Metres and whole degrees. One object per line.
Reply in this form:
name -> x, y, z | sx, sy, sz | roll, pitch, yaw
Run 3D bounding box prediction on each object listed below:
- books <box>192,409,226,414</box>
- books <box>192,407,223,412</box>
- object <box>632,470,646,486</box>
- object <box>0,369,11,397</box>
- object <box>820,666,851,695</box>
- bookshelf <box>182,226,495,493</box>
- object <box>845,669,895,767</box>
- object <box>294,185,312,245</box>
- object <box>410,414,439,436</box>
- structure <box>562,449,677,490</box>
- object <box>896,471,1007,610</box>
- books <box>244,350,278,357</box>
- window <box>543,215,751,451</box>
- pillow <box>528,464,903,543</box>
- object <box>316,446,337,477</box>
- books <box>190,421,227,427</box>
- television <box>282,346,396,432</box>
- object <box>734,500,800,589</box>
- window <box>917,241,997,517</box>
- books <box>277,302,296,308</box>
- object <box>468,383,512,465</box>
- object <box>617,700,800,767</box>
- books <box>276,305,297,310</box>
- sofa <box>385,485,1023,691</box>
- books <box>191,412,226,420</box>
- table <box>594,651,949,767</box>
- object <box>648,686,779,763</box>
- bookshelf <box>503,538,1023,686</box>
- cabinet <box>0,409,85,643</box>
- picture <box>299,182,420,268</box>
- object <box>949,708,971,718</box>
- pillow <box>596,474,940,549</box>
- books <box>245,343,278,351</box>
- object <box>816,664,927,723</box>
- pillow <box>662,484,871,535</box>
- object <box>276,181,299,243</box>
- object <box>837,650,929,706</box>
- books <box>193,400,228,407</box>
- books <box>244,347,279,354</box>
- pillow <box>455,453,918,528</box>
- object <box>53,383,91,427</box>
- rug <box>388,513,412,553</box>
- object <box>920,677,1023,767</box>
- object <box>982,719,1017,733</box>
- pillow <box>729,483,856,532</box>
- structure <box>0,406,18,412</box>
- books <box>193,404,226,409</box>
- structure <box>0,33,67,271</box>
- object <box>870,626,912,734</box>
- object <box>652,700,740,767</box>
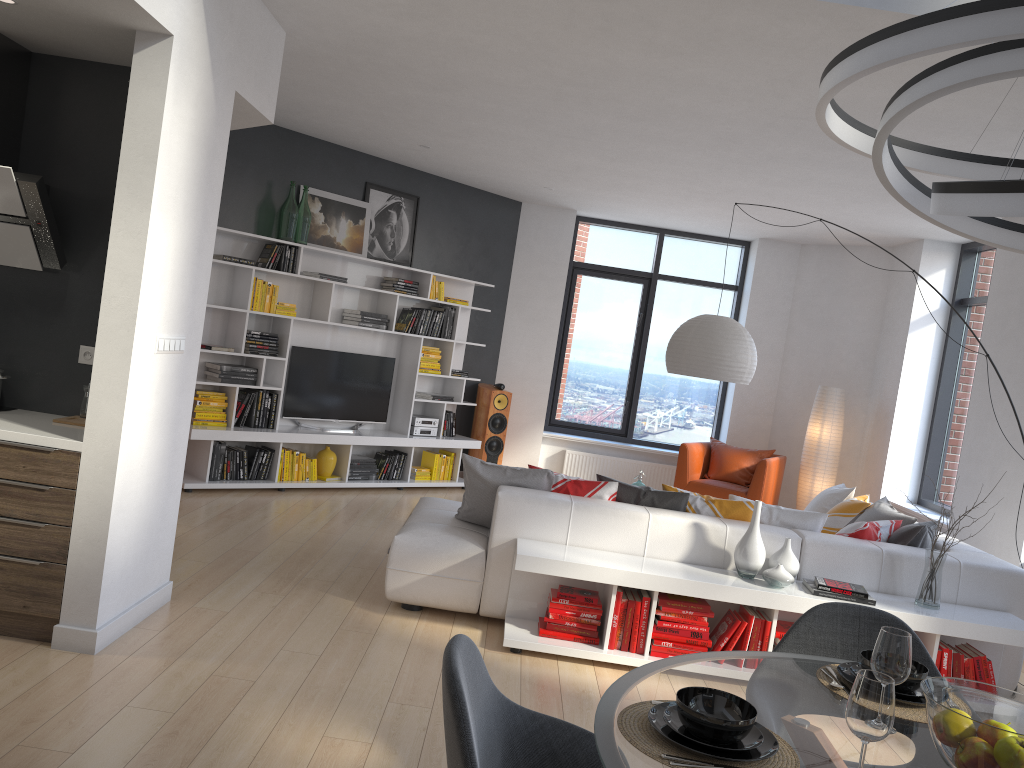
books -> -2.463, 0.211, 7.114 | 0.263, 0.015, 0.198 | 6, 3, -42
books -> -2.453, 0.195, 7.092 | 0.228, 0.024, 0.152 | 6, 3, -41
object -> 0.866, 0.762, 6.652 | 0.330, 0.265, 0.330 | 10, 3, 24
object -> -2.460, -0.015, 4.000 | 0.315, 0.223, 0.288 | 11, 3, 41
object -> 0.944, 0.765, 2.229 | 0.309, 0.015, 0.206 | 9, 3, 5
bookshelf -> -1.441, -0.096, 7.907 | 3.000, 2.052, 0.455 | 6, 4, -45
object -> 0.654, 0.645, 1.635 | 0.083, 0.220, 0.083 | 10, 3, 28
object -> -1.769, -1.421, 7.481 | 0.157, 0.507, 0.157 | 7, 3, -31
object -> -0.906, 0.399, 8.591 | 0.285, 0.174, 0.270 | 6, 4, -45
structure -> 1.274, 1.043, 9.619 | 1.474, 0.460, 0.110 | 9, 3, 0
object -> 2.181, 0.764, 4.421 | 0.406, 0.744, 0.607 | 11, 3, 40
books -> -2.096, -0.258, 7.317 | 0.189, 0.026, 0.263 | 11, 4, 44
window -> 1.481, -0.527, 9.879 | 1.960, 2.402, 0.170 | 9, 3, 0
pillow -> 1.169, 0.845, 5.122 | 2.250, 0.449, 0.575 | 8, 3, -2
object -> -1.638, 0.677, 7.804 | 0.185, 0.257, 0.185 | 10, 3, 23
books -> -2.454, 0.306, 7.101 | 0.270, 0.029, 0.204 | 6, 3, -40
television -> -1.548, 0.061, 7.987 | 1.102, 0.704, 0.207 | 6, 4, -45
object -> 1.308, 0.804, 4.511 | 0.316, 0.398, 0.319 | 10, 3, 24
window -> 3.974, -0.041, 7.443 | 0.170, 2.402, 1.310 | 9, 3, 0
books -> -1.927, -0.669, 7.426 | 0.186, 0.026, 0.138 | 6, 4, -45
object -> -0.270, 0.512, 9.174 | 0.290, 1.088, 0.434 | 7, 3, -30
object -> 0.389, 0.710, 1.775 | 0.360, 0.002, 0.360 | 7, 3, -25
books -> -1.919, -0.647, 7.420 | 0.187, 0.014, 0.134 | 6, 4, -45
sofa -> 1.052, 1.037, 5.952 | 3.424, 0.732, 2.614 | 9, 3, 0
books -> -2.456, 0.243, 7.107 | 0.255, 0.044, 0.198 | 6, 4, -45
table -> 0.845, 1.169, 1.714 | 1.499, 0.764, 1.499 | 8, 3, -11
object -> 0.403, 0.673, 1.772 | 0.258, 0.074, 0.258 | 8, 3, -19
bookshelf -> 1.273, 1.254, 4.473 | 2.600, 0.500, 0.356 | 9, 3, 0
cabinet -> -2.725, -0.243, 1.810 | 2.402, 2.501, 4.694 | 9, 3, 0
picture -> -1.365, -1.480, 8.007 | 1.279, 0.707, 0.076 | 6, 4, -45
object -> 0.857, 0.667, 1.718 | 0.078, 0.073, 0.077 | 6, 3, -40
pillow -> 1.496, 0.868, 5.128 | 2.120, 0.436, 0.608 | 8, 3, -4
books -> -2.106, -0.314, 7.325 | 0.209, 0.030, 0.266 | 11, 4, 44
object -> 0.953, 0.775, 2.229 | 0.360, 0.002, 0.360 | 11, 3, 42
pillow -> 1.698, 0.890, 5.663 | 2.095, 0.440, 0.630 | 6, 3, -43
object -> -1.840, -1.425, 7.331 | 0.157, 0.507, 0.157 | 7, 3, -31
object -> 0.959, 0.736, 2.239 | 0.258, 0.074, 0.258 | 8, 3, -19
books -> -2.440, 0.147, 7.117 | 0.250, 0.035, 0.185 | 6, 3, -42
books -> -2.092, -0.284, 7.318 | 0.189, 0.025, 0.270 | 11, 4, 44
pillow -> 1.082, 0.787, 5.453 | 2.953, 0.453, 0.647 | 8, 3, -12
object -> -1.860, 0.033, 4.047 | 0.330, 0.316, 0.221 | 9, 3, 0
rug -> 0.319, 1.255, 6.712 | 2.326, 0.016, 1.662 | 9, 3, 0
object -> 0.909, 0.700, 1.681 | 0.278, 0.184, 0.278 | 9, 3, 9
object -> 0.915, 0.667, 1.672 | 0.070, 0.062, 0.069 | 11, 3, 41
pillow -> 1.899, 0.891, 5.911 | 0.580, 0.456, 2.156 | 10, 3, 26
structure -> -2.613, 0.084, 3.879 | 0.600, 0.006, 0.550 | 9, 3, 0
books -> -2.454, 0.173, 7.112 | 0.251, 0.019, 0.180 | 6, 4, -45
structure -> -2.436, -1.058, 3.914 | 0.898, 0.998, 0.407 | 9, 3, 0
object -> 0.838, 0.658, 1.976 | 0.083, 0.220, 0.083 | 7, 3, -28
object -> 0.391, 0.702, 1.768 | 0.206, 0.015, 0.309 | 9, 3, 5
